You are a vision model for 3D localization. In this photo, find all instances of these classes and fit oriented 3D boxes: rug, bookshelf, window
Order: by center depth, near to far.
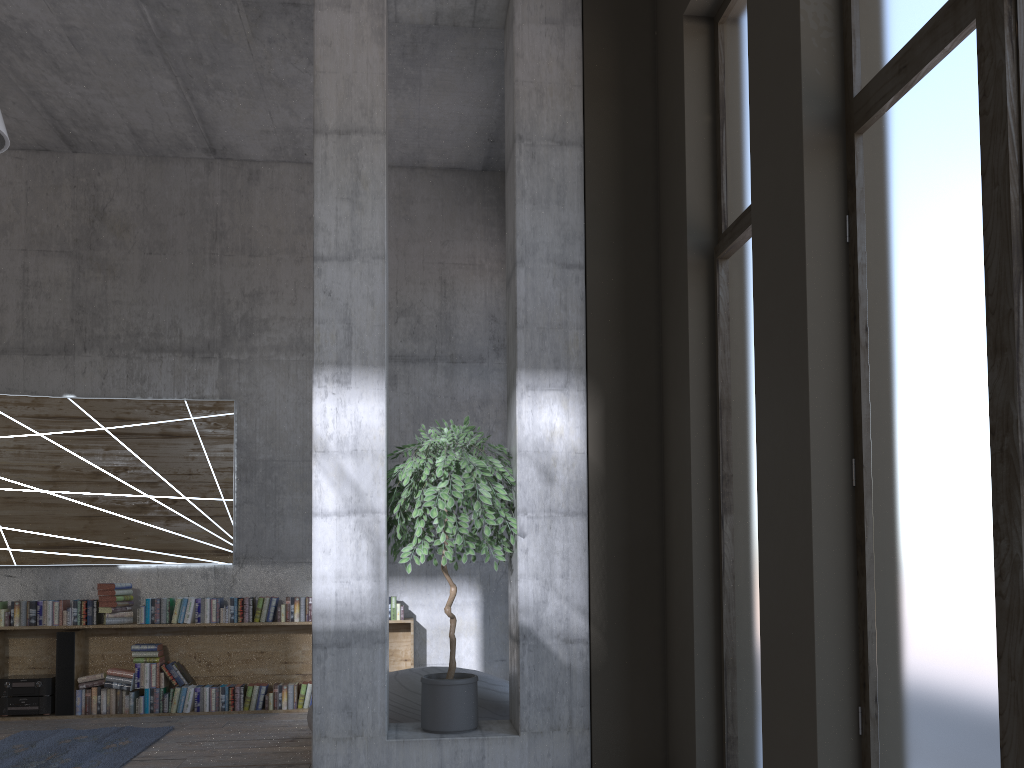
[{"bbox_3d":[1.156,-0.075,3.777,0.209,4.102,9.362,0,-10,-8],"label":"window"},{"bbox_3d":[-3.138,2.481,5.587,1.162,0.048,2.968,1,-11,-7],"label":"rug"},{"bbox_3d":[-3.550,2.530,7.781,5.321,0.796,0.306,1,-4,-7],"label":"bookshelf"}]

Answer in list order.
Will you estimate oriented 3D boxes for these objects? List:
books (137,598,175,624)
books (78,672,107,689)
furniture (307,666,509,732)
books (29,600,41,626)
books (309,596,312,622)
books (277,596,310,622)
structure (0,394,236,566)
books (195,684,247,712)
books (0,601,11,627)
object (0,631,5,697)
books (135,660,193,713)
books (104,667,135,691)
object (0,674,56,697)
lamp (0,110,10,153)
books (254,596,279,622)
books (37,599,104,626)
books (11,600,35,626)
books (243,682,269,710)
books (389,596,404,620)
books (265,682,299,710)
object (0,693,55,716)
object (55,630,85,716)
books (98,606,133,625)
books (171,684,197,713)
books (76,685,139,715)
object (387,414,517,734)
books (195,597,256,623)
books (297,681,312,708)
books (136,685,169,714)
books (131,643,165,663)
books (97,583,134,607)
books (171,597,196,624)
[{"bbox_3d":[-3.167,2.015,7.799,0.278,0.218,0.212,1,-7,-8],"label":"books"},{"bbox_3d":[-3.671,2.610,7.726,0.234,0.138,0.194,0,-8,-6],"label":"books"},{"bbox_3d":[-0.632,2.425,6.500,1.636,0.800,1.815,-6,-11,30],"label":"furniture"},{"bbox_3d":[-4.181,2.015,7.710,0.055,0.218,0.192,0,-6,-7],"label":"books"},{"bbox_3d":[-1.757,2.038,7.957,0.156,0.218,0.192,0,-6,-7],"label":"books"},{"bbox_3d":[-1.975,2.041,7.957,0.278,0.218,0.212,1,-7,-8],"label":"books"},{"bbox_3d":[-4.240,0.850,7.758,3.412,1.520,0.362,1,-3,-7],"label":"structure"},{"bbox_3d":[-2.603,2.809,7.847,0.417,0.218,0.207,1,-7,-7],"label":"books"},{"bbox_3d":[-4.497,2.004,7.633,0.277,0.218,0.173,0,-6,-6],"label":"books"},{"bbox_3d":[-4.577,2.551,7.669,0.152,0.751,0.275,0,-4,-7],"label":"object"},{"bbox_3d":[-3.091,2.691,7.789,0.451,0.444,0.217,0,-4,-7],"label":"books"},{"bbox_3d":[-3.427,2.591,7.695,0.244,0.190,0.156,0,-6,-7],"label":"books"},{"bbox_3d":[-4.220,2.645,7.684,0.440,0.159,0.309,1,-9,-7],"label":"object"},{"bbox_3d":[-1.980,0.119,2.256,0.756,3.382,2.662,1,-6,-19],"label":"lamp"},{"bbox_3d":[-2.221,2.038,7.937,0.199,0.225,0.192,0,-6,-7],"label":"books"},{"bbox_3d":[-3.892,2.014,7.725,0.490,0.218,0.218,1,-7,-7],"label":"books"},{"bbox_3d":[-4.286,2.015,7.705,0.155,0.218,0.207,0,-7,-7],"label":"books"},{"bbox_3d":[-2.303,2.813,7.891,0.199,0.225,0.192,0,-6,-7],"label":"books"},{"bbox_3d":[-1.127,2.056,8.032,0.277,0.218,0.173,0,-6,-6],"label":"books"},{"bbox_3d":[-2.072,2.816,7.909,0.278,0.218,0.212,1,-7,-8],"label":"books"},{"bbox_3d":[-4.219,2.805,7.682,0.440,0.162,0.298,1,-9,-7],"label":"object"},{"bbox_3d":[-3.902,2.561,7.749,0.152,0.751,0.275,0,-4,-7],"label":"object"},{"bbox_3d":[-3.487,2.040,7.736,0.223,0.148,0.287,-8,-12,40],"label":"books"},{"bbox_3d":[-2.906,2.794,7.784,0.199,0.225,0.192,0,-6,-7],"label":"books"},{"bbox_3d":[-3.564,2.784,7.748,0.494,0.235,0.245,1,-7,-7],"label":"books"},{"bbox_3d":[-0.347,1.122,5.252,1.004,1.842,0.975,3,-6,-41],"label":"object"},{"bbox_3d":[-2.573,2.032,7.882,0.490,0.218,0.218,1,-7,-7],"label":"books"},{"bbox_3d":[-1.843,2.826,7.978,0.199,0.225,0.192,0,-6,-7],"label":"books"},{"bbox_3d":[-3.184,2.791,7.761,0.226,0.218,0.218,0,-7,-7],"label":"books"},{"bbox_3d":[-3.234,2.395,7.799,0.239,0.159,0.192,1,-8,-7],"label":"books"},{"bbox_3d":[-3.498,1.861,7.737,0.189,0.208,0.249,-2,-8,14],"label":"books"},{"bbox_3d":[-2.913,2.017,7.819,0.199,0.225,0.192,0,-6,-7],"label":"books"}]
